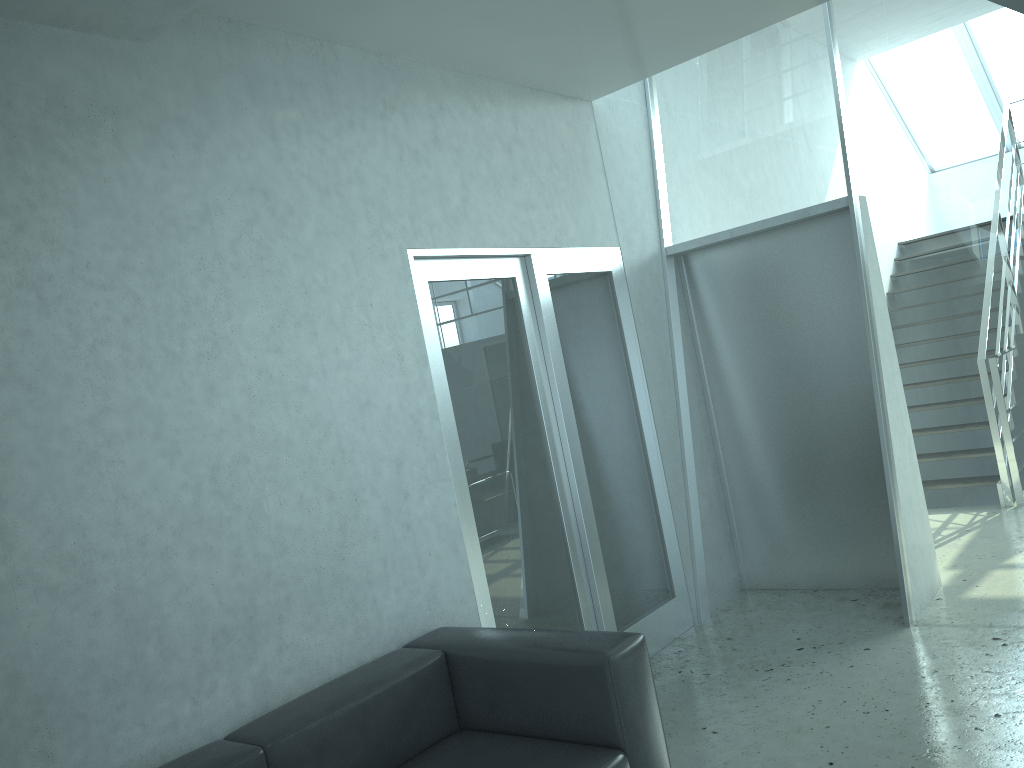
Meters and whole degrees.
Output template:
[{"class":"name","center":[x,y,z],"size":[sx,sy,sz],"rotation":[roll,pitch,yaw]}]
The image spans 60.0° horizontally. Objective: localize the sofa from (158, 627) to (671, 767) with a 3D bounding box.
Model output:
[{"class":"sofa","center":[-0.462,1.281,2.345],"size":[0.943,0.652,2.025],"rotation":[-11,0,39]}]

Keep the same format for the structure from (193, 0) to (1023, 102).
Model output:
[{"class":"structure","center":[1.240,-0.820,2.684],"size":[3.780,4.156,2.655],"rotation":[-11,0,39]}]

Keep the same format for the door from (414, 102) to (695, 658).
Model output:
[{"class":"door","center":[0.166,0.075,4.971],"size":[1.162,3.200,2.576],"rotation":[-11,0,-3]}]
